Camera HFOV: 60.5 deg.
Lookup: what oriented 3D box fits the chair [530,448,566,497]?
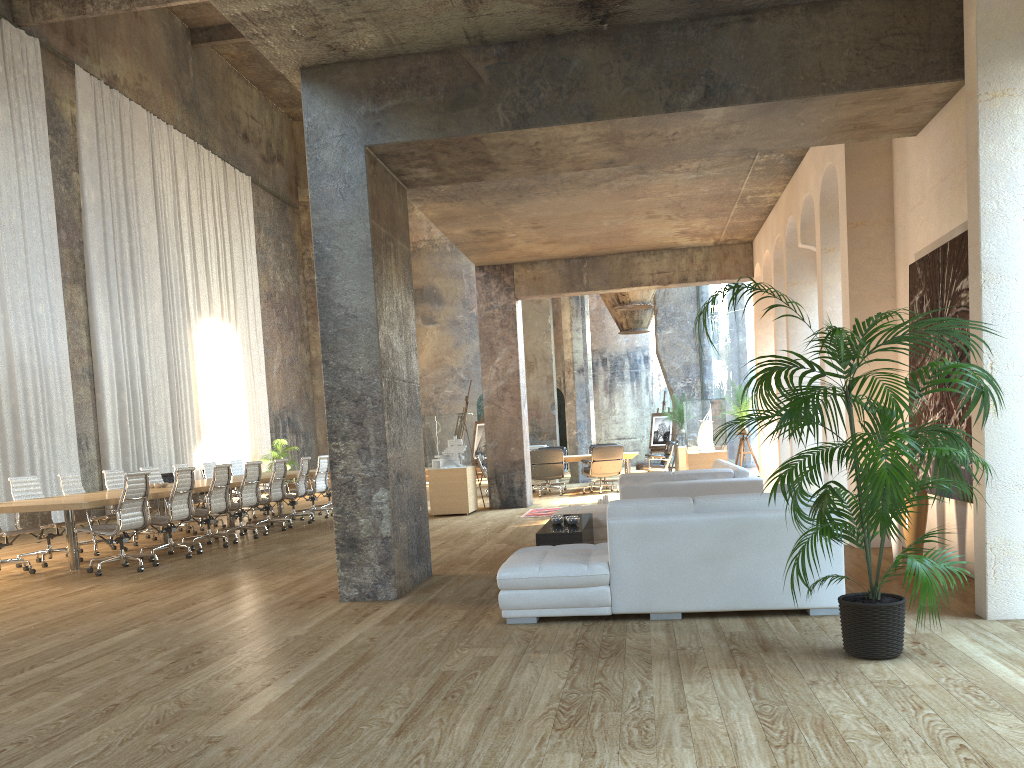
[{"bbox_3d":[0.651,1.651,16.449,0.730,0.898,0.817,-3,1,2],"label":"chair"}]

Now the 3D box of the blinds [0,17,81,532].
[{"bbox_3d":[-8.739,-2.004,12.197,0.275,8.700,7.783,-3,1,9],"label":"blinds"}]

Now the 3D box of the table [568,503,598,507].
[{"bbox_3d":[1.146,1.620,10.975,0.860,0.248,0.368,-4,-1,8],"label":"table"}]

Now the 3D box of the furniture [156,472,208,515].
[{"bbox_3d":[-6.669,2.188,17.768,0.709,0.846,1.863,-3,-2,8],"label":"furniture"}]

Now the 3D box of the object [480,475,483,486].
[{"bbox_3d":[-0.407,1.411,21.448,0.685,2.162,0.695,-1,4,34],"label":"object"}]

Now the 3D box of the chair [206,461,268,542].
[{"bbox_3d":[-3.693,1.565,11.796,0.700,1.032,0.660,-3,2,17],"label":"chair"}]

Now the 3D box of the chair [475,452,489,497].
[{"bbox_3d":[-0.284,1.759,17.326,0.821,0.899,0.726,-3,1,5],"label":"chair"}]

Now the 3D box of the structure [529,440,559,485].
[{"bbox_3d":[0.648,1.809,20.137,0.744,1.021,0.730,-3,2,8],"label":"structure"}]

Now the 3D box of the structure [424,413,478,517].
[{"bbox_3d":[-0.931,1.248,13.627,0.595,1.558,0.737,-3,3,8],"label":"structure"}]

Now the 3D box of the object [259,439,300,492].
[{"bbox_3d":[-6.196,2.206,23.635,1.091,1.466,1.123,-3,1,-1],"label":"object"}]

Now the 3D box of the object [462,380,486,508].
[{"bbox_3d":[-0.840,1.021,14.490,0.685,2.162,0.695,-3,4,7],"label":"object"}]

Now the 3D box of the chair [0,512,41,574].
[{"bbox_3d":[-5.428,1.518,9.281,0.700,1.032,0.660,-3,2,14],"label":"chair"}]

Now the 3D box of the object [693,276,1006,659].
[{"bbox_3d":[1.613,0.394,4.213,1.404,1.825,1.347,-3,2,14],"label":"object"}]

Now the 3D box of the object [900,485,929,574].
[{"bbox_3d":[2.875,1.041,6.278,0.174,0.635,0.236,-4,3,-4],"label":"object"}]

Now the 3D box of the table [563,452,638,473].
[{"bbox_3d":[1.255,1.748,17.093,2.412,0.705,1.099,-4,-1,8],"label":"table"}]

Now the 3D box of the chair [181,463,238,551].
[{"bbox_3d":[-3.819,1.519,10.909,0.700,1.032,0.660,-3,2,14],"label":"chair"}]

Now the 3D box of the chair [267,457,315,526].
[{"bbox_3d":[-3.426,1.656,13.584,0.699,1.032,0.661,-3,2,8],"label":"chair"}]

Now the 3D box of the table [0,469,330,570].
[{"bbox_3d":[-4.346,1.769,12.368,1.602,0.762,7.681,-4,-3,8],"label":"table"}]

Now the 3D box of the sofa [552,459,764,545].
[{"bbox_3d":[1.583,1.286,9.877,2.066,0.725,2.916,-4,-3,8],"label":"sofa"}]

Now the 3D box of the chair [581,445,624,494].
[{"bbox_3d":[1.654,1.584,16.330,0.727,0.898,0.820,-4,1,-18],"label":"chair"}]

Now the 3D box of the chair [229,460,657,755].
[{"bbox_3d":[-1.772,1.650,15.025,12.964,1.037,31.368,-4,-3,8],"label":"chair"}]

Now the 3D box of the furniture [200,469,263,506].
[{"bbox_3d":[-6.328,2.309,20.124,0.709,0.846,1.863,-3,-2,8],"label":"furniture"}]

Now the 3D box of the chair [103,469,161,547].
[{"bbox_3d":[-5.089,1.654,11.905,0.700,1.032,0.660,-3,2,14],"label":"chair"}]

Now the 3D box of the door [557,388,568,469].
[{"bbox_3d":[1.544,1.421,28.104,0.110,2.650,0.902,-7,5,-40],"label":"door"}]

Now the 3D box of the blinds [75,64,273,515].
[{"bbox_3d":[-7.505,-1.569,20.727,0.275,8.700,7.783,-3,1,9],"label":"blinds"}]

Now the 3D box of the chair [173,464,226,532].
[{"bbox_3d":[-4.835,1.744,13.661,0.700,1.032,0.660,-3,2,14],"label":"chair"}]

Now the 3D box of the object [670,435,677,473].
[{"bbox_3d":[3.843,1.595,19.358,0.571,0.979,0.654,-1,3,44],"label":"object"}]

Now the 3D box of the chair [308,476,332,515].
[{"bbox_3d":[-3.224,1.745,15.288,0.700,1.032,0.660,-3,2,14],"label":"chair"}]

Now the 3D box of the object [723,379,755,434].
[{"bbox_3d":[3.736,0.347,14.285,0.688,0.946,0.855,-3,1,-1],"label":"object"}]

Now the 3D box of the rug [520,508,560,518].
[{"bbox_3d":[1.408,1.830,12.831,2.465,0.009,1.340,-4,-3,8],"label":"rug"}]

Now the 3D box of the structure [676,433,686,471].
[{"bbox_3d":[3.836,1.513,18.340,0.736,1.021,0.739,-3,2,8],"label":"structure"}]

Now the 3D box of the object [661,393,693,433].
[{"bbox_3d":[3.644,0.656,19.388,0.860,0.946,0.683,-3,2,11],"label":"object"}]

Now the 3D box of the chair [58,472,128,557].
[{"bbox_3d":[-5.211,1.607,10.983,0.699,1.032,0.661,-3,2,8],"label":"chair"}]

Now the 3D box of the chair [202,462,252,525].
[{"bbox_3d":[-4.706,1.790,14.567,0.700,1.032,0.661,-3,2,12],"label":"chair"}]

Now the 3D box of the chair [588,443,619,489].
[{"bbox_3d":[1.864,1.657,17.761,0.730,0.898,0.817,-3,1,9],"label":"chair"}]

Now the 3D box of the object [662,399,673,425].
[{"bbox_3d":[4.015,0.779,21.812,0.689,0.946,0.853,-2,1,29],"label":"object"}]

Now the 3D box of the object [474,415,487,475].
[{"bbox_3d":[-0.573,1.308,19.569,0.702,2.162,0.678,0,5,40],"label":"object"}]

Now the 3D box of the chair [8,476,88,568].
[{"bbox_3d":[-5.333,1.563,10.138,0.700,1.032,0.660,-3,2,17],"label":"chair"}]

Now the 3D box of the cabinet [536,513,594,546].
[{"bbox_3d":[0.478,1.402,7.729,0.396,0.371,1.555,-3,-3,8],"label":"cabinet"}]

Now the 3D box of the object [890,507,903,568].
[{"bbox_3d":[2.882,1.149,6.581,0.101,0.455,0.100,-1,5,33],"label":"object"}]

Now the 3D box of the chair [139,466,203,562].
[{"bbox_3d":[-3.948,1.473,10.003,0.700,1.032,0.661,-3,2,12],"label":"chair"}]

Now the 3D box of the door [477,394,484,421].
[{"bbox_3d":[-0.801,1.413,28.449,0.897,2.313,0.091,-6,5,-33],"label":"door"}]

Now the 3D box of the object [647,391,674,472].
[{"bbox_3d":[3.959,1.243,22.989,0.702,2.162,0.678,-1,4,37],"label":"object"}]

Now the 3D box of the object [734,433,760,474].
[{"bbox_3d":[3.730,1.304,14.360,0.655,0.979,0.570,-4,3,-28],"label":"object"}]

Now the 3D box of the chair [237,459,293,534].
[{"bbox_3d":[-3.565,1.609,12.665,0.700,1.032,0.660,-3,2,14],"label":"chair"}]

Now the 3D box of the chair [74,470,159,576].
[{"bbox_3d":[-4.086,1.425,9.067,0.700,1.032,0.660,-3,2,14],"label":"chair"}]

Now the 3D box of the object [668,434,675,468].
[{"bbox_3d":[4.123,1.727,21.850,0.658,0.979,0.567,-3,2,2],"label":"object"}]

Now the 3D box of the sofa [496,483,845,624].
[{"bbox_3d":[0.984,1.076,5.730,2.069,0.726,1.066,-4,-1,8],"label":"sofa"}]

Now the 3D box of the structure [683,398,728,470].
[{"bbox_3d":[3.077,1.030,13.955,0.595,1.558,0.737,-3,3,8],"label":"structure"}]

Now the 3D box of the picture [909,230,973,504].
[{"bbox_3d":[3.053,-0.083,6.233,0.069,1.782,1.494,-3,1,8],"label":"picture"}]

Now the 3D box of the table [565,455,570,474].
[{"bbox_3d":[1.972,2.150,23.261,1.872,0.550,0.937,-4,-1,8],"label":"table"}]

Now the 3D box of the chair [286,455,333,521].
[{"bbox_3d":[-3.312,1.699,14.431,0.700,1.032,0.660,-3,2,17],"label":"chair"}]

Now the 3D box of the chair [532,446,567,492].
[{"bbox_3d":[0.762,1.732,17.926,0.731,0.898,0.816,-3,1,15],"label":"chair"}]

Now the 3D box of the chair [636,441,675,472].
[{"bbox_3d":[2.721,1.553,16.863,0.821,0.899,0.726,-3,1,3],"label":"chair"}]

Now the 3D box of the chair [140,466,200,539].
[{"bbox_3d":[-4.961,1.698,12.773,0.700,1.032,0.660,-3,2,17],"label":"chair"}]
